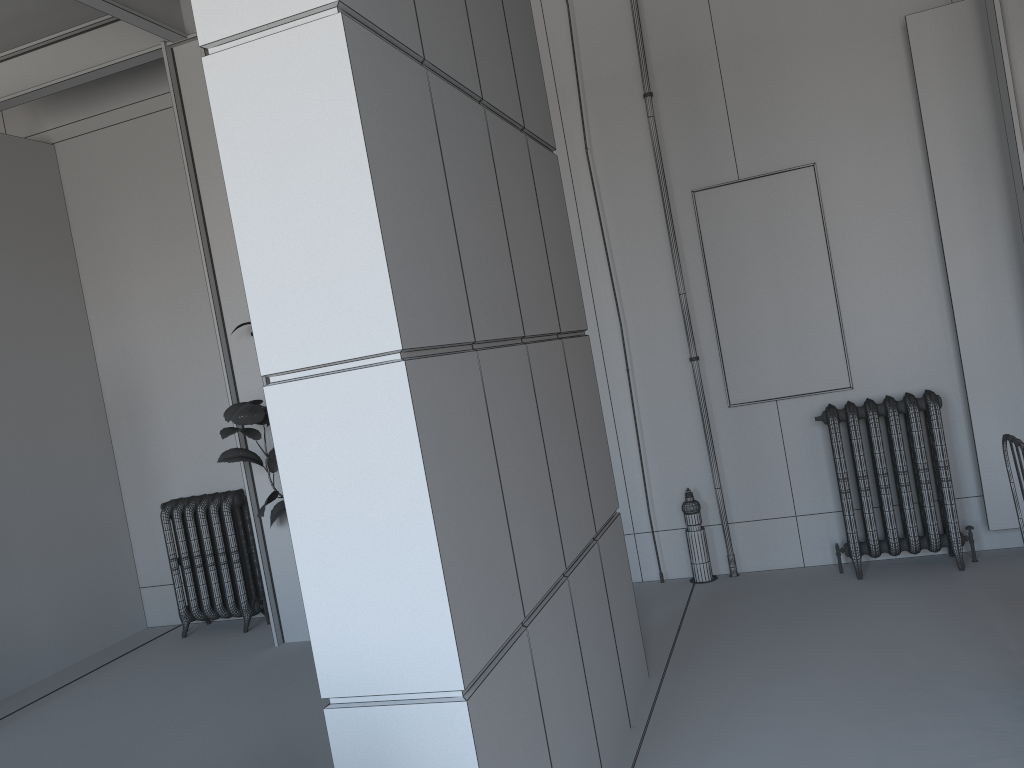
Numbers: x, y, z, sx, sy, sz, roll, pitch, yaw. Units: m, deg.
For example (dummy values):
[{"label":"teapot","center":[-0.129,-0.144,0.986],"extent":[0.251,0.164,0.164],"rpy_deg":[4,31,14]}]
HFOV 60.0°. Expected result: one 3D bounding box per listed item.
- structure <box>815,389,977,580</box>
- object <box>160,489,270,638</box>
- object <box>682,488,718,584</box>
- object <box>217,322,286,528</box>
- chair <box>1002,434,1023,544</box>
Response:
[{"label":"structure","center":[2.144,0.567,4.978],"extent":[0.733,1.007,0.328],"rpy_deg":[-10,2,18]},{"label":"object","center":[-2.129,1.290,6.364],"extent":[0.733,1.007,0.328],"rpy_deg":[-10,2,18]},{"label":"object","center":[1.150,0.955,5.468],"extent":[0.206,0.647,0.173],"rpy_deg":[-11,2,-37]},{"label":"object","center":[-1.208,0.528,5.480],"extent":[0.868,2.157,1.270],"rpy_deg":[-10,2,18]},{"label":"chair","center":[2.029,0.626,2.990],"extent":[0.488,0.975,0.474],"rpy_deg":[-10,2,18]}]
